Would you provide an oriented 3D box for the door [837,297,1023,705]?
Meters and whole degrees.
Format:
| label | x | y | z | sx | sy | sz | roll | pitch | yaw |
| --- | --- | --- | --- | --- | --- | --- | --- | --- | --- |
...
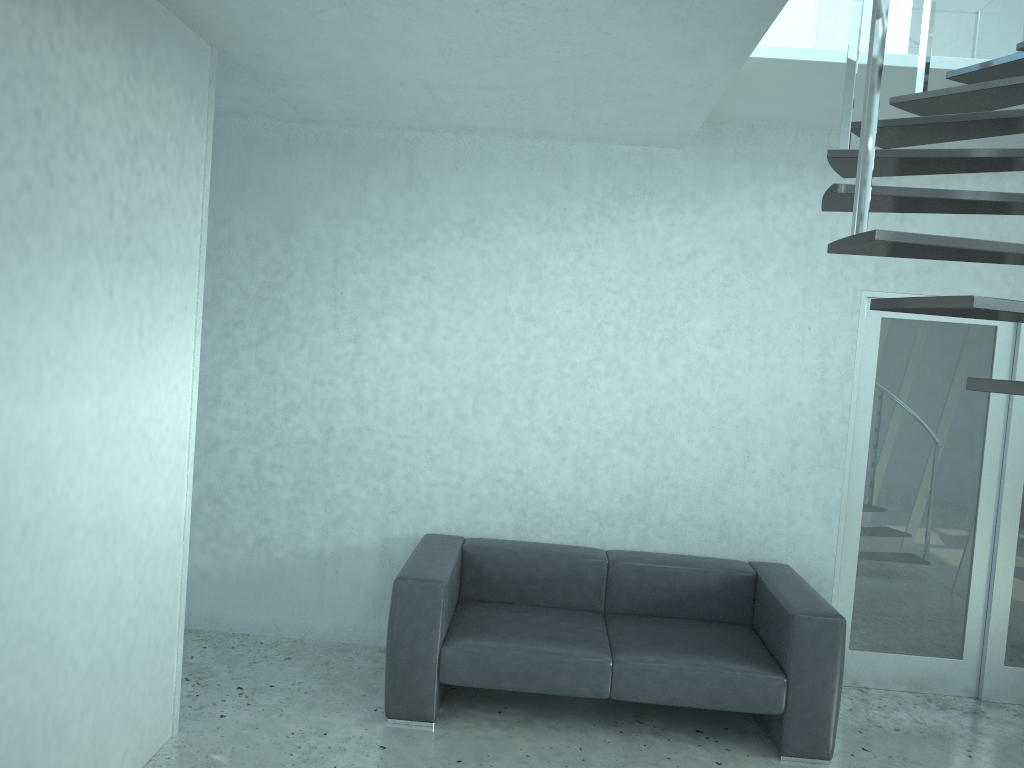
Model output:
| label | x | y | z | sx | sy | sz | roll | pitch | yaw |
| --- | --- | --- | --- | --- | --- | --- | --- | --- | --- |
| door | 3.157 | 0.318 | 5.140 | 2.576 | 3.200 | 1.162 | 2 | 4 | -40 |

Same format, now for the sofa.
| label | x | y | z | sx | sy | sz | roll | pitch | yaw |
| --- | --- | --- | --- | --- | --- | --- | --- | --- | --- |
| sofa | 0.460 | 1.213 | 4.320 | 2.025 | 0.652 | 0.943 | 5 | 3 | 2 |

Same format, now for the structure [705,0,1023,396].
| label | x | y | z | sx | sy | sz | roll | pitch | yaw |
| --- | --- | --- | --- | --- | --- | --- | --- | --- | --- |
| structure | 2.092 | -0.316 | 2.764 | 2.655 | 4.156 | 3.780 | 5 | 3 | 2 |
